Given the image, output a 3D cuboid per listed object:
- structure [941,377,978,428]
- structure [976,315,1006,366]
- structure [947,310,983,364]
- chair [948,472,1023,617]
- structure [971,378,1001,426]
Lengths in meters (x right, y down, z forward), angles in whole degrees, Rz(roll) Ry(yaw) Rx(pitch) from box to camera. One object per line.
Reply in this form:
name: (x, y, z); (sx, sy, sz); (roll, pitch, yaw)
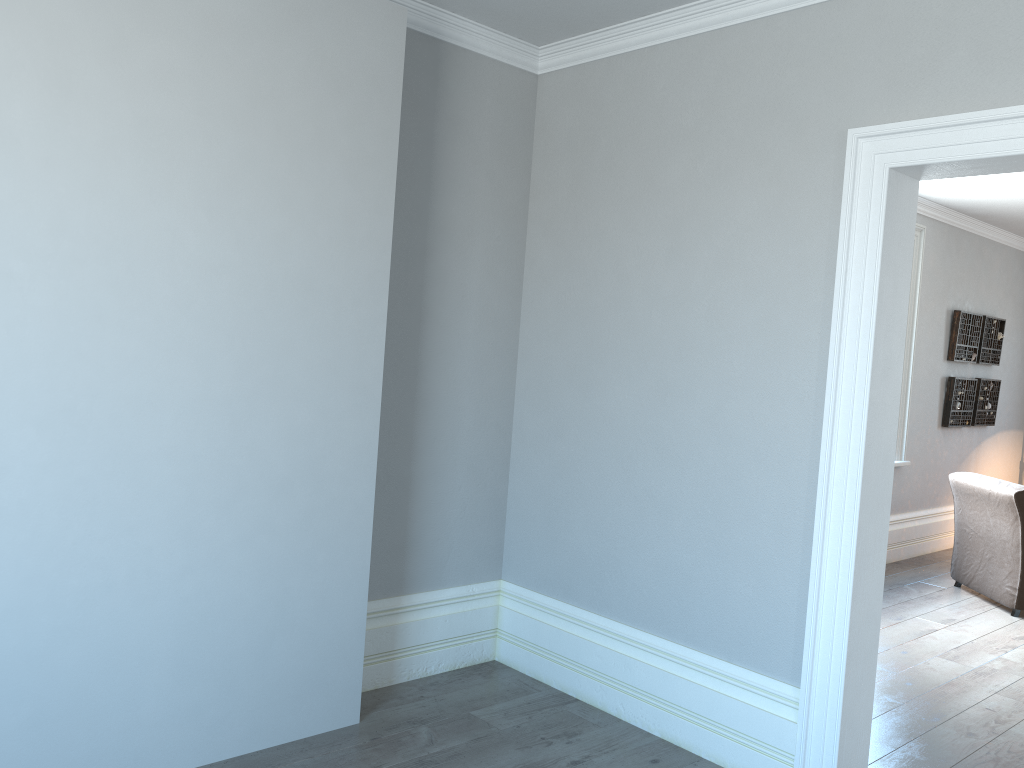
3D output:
structure: (3.734, 0.153, 7.386); (0.468, 0.416, 0.086); (2, 3, -42)
structure: (4.170, -0.374, 7.717); (0.468, 0.416, 0.105); (2, 3, -43)
structure: (3.759, -0.388, 7.373); (0.468, 0.416, 0.099); (2, 3, -42)
chair: (3.482, 1.041, 5.781); (0.970, 0.795, 0.807); (4, 2, -1)
structure: (4.140, 0.160, 7.756); (0.468, 0.416, 0.086); (2, 3, -42)
